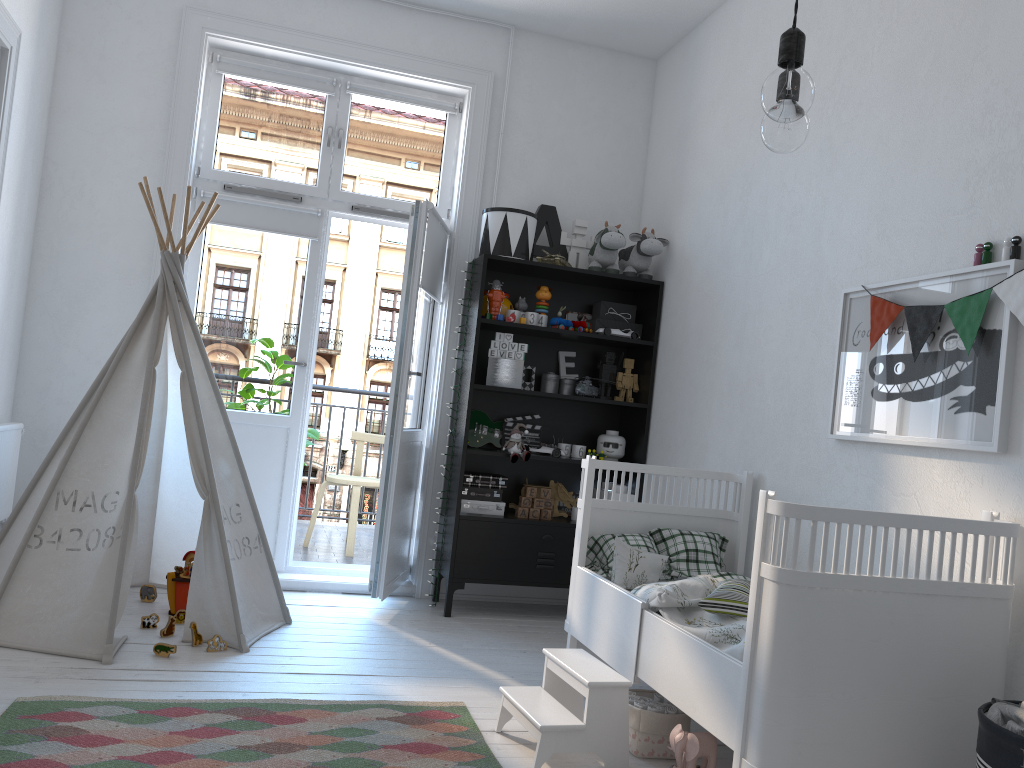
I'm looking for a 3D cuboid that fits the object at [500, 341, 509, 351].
[{"bbox_3d":[-0.036,-0.179,4.200,0.040,0.040,0.040,6,-2,5],"label":"object"}]

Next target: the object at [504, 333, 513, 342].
[{"bbox_3d":[-0.018,-0.217,4.201,0.040,0.040,0.040,6,-2,-5],"label":"object"}]

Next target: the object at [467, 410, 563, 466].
[{"bbox_3d":[0.001,0.269,4.429,0.542,0.239,0.093,7,-2,-15],"label":"object"}]

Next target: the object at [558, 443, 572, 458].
[{"bbox_3d":[0.256,0.326,4.357,0.067,0.067,0.067,6,-2,-1],"label":"object"}]

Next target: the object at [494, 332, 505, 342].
[{"bbox_3d":[-0.060,-0.222,4.201,0.040,0.040,0.040,7,-2,-10],"label":"object"}]

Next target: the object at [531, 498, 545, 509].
[{"bbox_3d":[0.124,0.573,4.263,0.050,0.050,0.050,7,-2,-15],"label":"object"}]

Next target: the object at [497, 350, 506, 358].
[{"bbox_3d":[-0.052,-0.140,4.207,0.040,0.040,0.040,7,-2,-10],"label":"object"}]

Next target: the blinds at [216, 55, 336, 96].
[{"bbox_3d":[-1.148,-1.508,4.336,0.565,0.087,0.032,7,-2,-15],"label":"blinds"}]

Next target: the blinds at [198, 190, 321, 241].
[{"bbox_3d":[-1.223,-0.818,4.315,0.565,0.158,0.032,7,-2,-15],"label":"blinds"}]

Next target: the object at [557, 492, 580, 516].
[{"bbox_3d":[0.278,0.612,4.536,0.347,0.120,0.034,7,-2,-15],"label":"object"}]

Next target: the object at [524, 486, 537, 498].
[{"bbox_3d":[0.089,0.520,4.266,0.050,0.050,0.050,7,-2,-15],"label":"object"}]

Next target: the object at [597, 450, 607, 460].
[{"bbox_3d":[0.437,0.351,4.327,0.042,0.054,0.031,5,-2,30],"label":"object"}]

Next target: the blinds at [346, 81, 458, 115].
[{"bbox_3d":[-0.552,-1.451,4.500,0.565,0.060,0.032,7,-2,-15],"label":"blinds"}]

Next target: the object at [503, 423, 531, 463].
[{"bbox_3d":[0.029,0.276,4.133,0.110,0.186,0.129,7,-2,-28],"label":"object"}]

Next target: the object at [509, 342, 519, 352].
[{"bbox_3d":[0.010,-0.174,4.200,0.040,0.040,0.040,6,-2,15],"label":"object"}]

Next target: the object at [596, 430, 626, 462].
[{"bbox_3d":[0.494,0.313,4.427,0.139,0.162,0.139,8,-2,-40],"label":"object"}]

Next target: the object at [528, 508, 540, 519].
[{"bbox_3d":[0.104,0.621,4.257,0.050,0.050,0.050,7,-2,-10],"label":"object"}]

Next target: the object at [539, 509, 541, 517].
[{"bbox_3d":[0.159,0.630,4.333,0.050,0.050,0.050,7,-2,-15],"label":"object"}]

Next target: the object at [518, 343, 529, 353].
[{"bbox_3d":[0.054,-0.169,4.200,0.040,0.040,0.040,6,-2,10],"label":"object"}]

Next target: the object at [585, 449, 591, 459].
[{"bbox_3d":[0.373,0.343,4.286,0.031,0.054,0.042,5,-2,35],"label":"object"}]

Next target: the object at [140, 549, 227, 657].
[{"bbox_3d":[-1.218,0.799,3.438,0.385,0.283,0.856,7,-2,-23],"label":"object"}]

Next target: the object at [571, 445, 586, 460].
[{"bbox_3d":[0.326,0.333,4.328,0.067,0.067,0.067,6,-2,-1],"label":"object"}]

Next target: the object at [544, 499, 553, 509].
[{"bbox_3d":[0.168,0.580,4.303,0.050,0.050,0.050,7,-2,-15],"label":"object"}]

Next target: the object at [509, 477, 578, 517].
[{"bbox_3d":[0.158,0.567,4.410,0.337,0.186,0.111,6,-2,0],"label":"object"}]

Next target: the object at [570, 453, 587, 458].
[{"bbox_3d":[0.325,0.355,4.490,0.163,0.034,0.069,7,-2,-15],"label":"object"}]

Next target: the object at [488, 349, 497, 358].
[{"bbox_3d":[-0.091,-0.144,4.199,0.040,0.040,0.040,6,-2,0],"label":"object"}]

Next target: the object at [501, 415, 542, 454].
[{"bbox_3d":[0.050,0.242,4.415,0.201,0.199,0.048,7,-2,-15],"label":"object"}]

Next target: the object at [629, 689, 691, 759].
[{"bbox_3d":[0.426,1.016,2.667,0.215,0.147,0.240,6,-2,-8],"label":"object"}]

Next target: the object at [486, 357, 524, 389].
[{"bbox_3d":[-0.034,-0.049,4.232,0.170,0.138,0.124,6,-2,0],"label":"object"}]

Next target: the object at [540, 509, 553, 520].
[{"bbox_3d":[0.168,0.628,4.275,0.050,0.050,0.050,6,-2,15],"label":"object"}]

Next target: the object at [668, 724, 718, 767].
[{"bbox_3d":[0.456,1.007,2.395,0.254,0.151,0.125,7,-2,-16],"label":"object"}]

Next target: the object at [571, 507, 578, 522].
[{"bbox_3d":[0.324,0.639,4.339,0.067,0.067,0.067,6,-2,-1],"label":"object"}]

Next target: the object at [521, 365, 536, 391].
[{"bbox_3d":[0.079,-0.026,4.460,0.070,0.134,0.028,7,-2,-16],"label":"object"}]

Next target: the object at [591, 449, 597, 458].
[{"bbox_3d":[0.400,0.348,4.348,0.042,0.054,0.031,7,-2,-15],"label":"object"}]

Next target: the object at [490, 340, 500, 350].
[{"bbox_3d":[-0.081,-0.184,4.200,0.040,0.040,0.040,6,-2,-5],"label":"object"}]

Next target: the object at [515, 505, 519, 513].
[{"bbox_3d":[0.047,0.616,4.299,0.050,0.050,0.050,7,-2,-15],"label":"object"}]

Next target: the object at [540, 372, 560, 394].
[{"bbox_3d":[0.191,-0.002,4.455,0.095,0.110,0.095,7,-2,-11],"label":"object"}]

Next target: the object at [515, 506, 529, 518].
[{"bbox_3d":[0.047,0.614,4.242,0.050,0.050,0.050,7,-2,-15],"label":"object"}]

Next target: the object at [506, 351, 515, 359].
[{"bbox_3d":[-0.008,-0.135,4.199,0.040,0.040,0.040,6,-2,0],"label":"object"}]

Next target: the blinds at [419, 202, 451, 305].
[{"bbox_3d":[-0.364,-0.611,4.258,0.032,0.390,0.565,6,-2,5],"label":"blinds"}]

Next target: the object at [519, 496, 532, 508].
[{"bbox_3d":[0.064,0.567,4.267,0.050,0.050,0.050,7,-2,-15],"label":"object"}]

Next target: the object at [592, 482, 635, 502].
[{"bbox_3d":[0.503,0.595,4.414,0.132,0.199,0.267,7,-2,-15],"label":"object"}]

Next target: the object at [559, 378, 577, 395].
[{"bbox_3d":[0.307,0.017,4.400,0.078,0.091,0.246,7,-2,-21],"label":"object"}]

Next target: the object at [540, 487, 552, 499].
[{"bbox_3d":[0.164,0.529,4.289,0.050,0.050,0.050,6,-2,5],"label":"object"}]

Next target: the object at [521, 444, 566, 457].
[{"bbox_3d":[0.145,0.322,4.286,0.230,0.048,0.098,6,-2,10],"label":"object"}]

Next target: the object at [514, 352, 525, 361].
[{"bbox_3d":[0.038,-0.130,4.199,0.040,0.040,0.040,6,-2,15],"label":"object"}]
